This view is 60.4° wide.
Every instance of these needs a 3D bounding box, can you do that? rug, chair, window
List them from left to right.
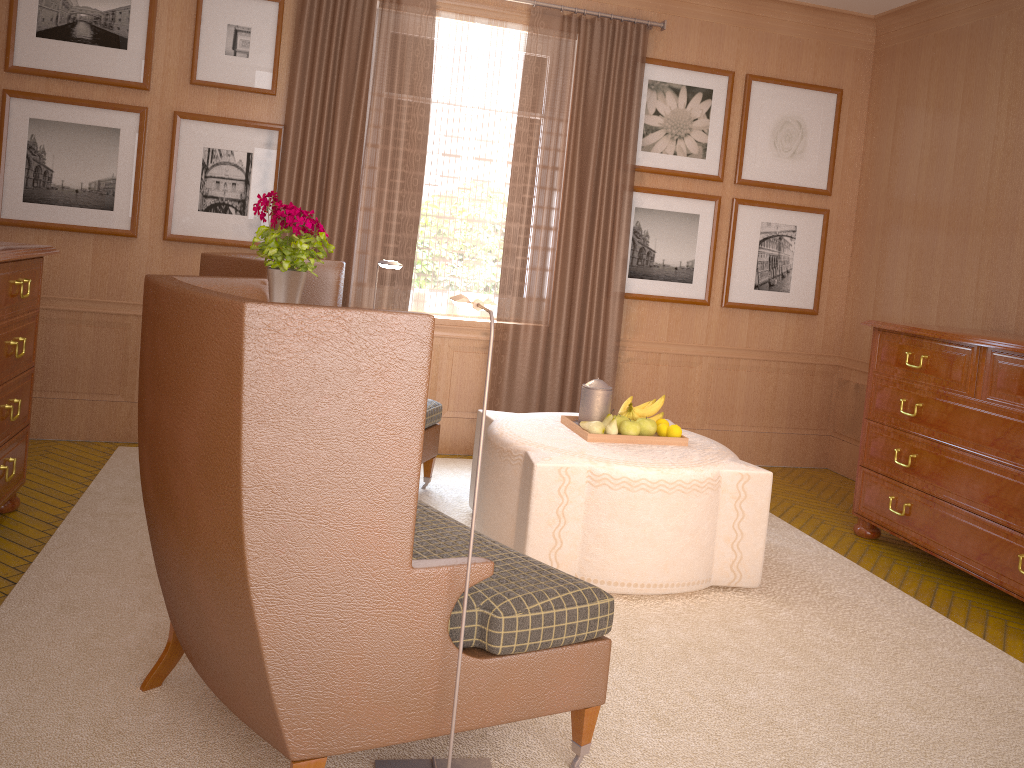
[{"bbox_3d":[-1.610,-0.008,7.191,1.724,1.964,1.923,7,5,10],"label":"chair"},{"bbox_3d":[-0.775,0.571,4.031,1.716,1.964,1.931,2,7,-40],"label":"chair"},{"bbox_3d":[-0.577,-2.361,9.624,2.427,3.364,0.853,5,3,-15],"label":"window"},{"bbox_3d":[0.146,1.472,5.271,5.979,0.020,8.060,3,9,-15],"label":"rug"}]

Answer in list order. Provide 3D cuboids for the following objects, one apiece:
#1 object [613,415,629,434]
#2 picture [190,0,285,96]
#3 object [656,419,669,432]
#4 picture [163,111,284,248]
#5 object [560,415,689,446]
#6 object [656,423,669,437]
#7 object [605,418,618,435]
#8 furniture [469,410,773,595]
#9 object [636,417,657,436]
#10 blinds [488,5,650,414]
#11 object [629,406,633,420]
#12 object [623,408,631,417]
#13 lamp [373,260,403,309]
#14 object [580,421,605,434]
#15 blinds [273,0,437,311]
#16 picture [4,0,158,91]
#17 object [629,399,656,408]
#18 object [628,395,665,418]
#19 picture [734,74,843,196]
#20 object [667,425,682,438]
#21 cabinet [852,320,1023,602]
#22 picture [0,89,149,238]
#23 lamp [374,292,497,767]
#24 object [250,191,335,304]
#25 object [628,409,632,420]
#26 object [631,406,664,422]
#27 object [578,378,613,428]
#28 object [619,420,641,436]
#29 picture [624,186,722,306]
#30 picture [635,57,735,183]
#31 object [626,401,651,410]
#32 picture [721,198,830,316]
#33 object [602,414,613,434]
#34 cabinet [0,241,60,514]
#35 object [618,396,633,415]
[{"bbox_3d":[0.822,0.309,6.726,0.155,0.134,0.161,5,6,-11],"label":"object"},{"bbox_3d":[-2.669,-3.342,8.577,0.803,0.954,0.048,4,2,-15],"label":"picture"},{"bbox_3d":[1.175,0.335,6.895,0.115,0.133,0.107,9,6,31],"label":"object"},{"bbox_3d":[-2.807,-1.979,8.624,1.047,1.244,0.048,4,2,-15],"label":"picture"},{"bbox_3d":[0.853,0.357,6.790,0.798,0.059,0.647,3,9,-15],"label":"object"},{"bbox_3d":[1.166,0.359,6.740,0.111,0.110,0.135,5,6,-12],"label":"object"},{"bbox_3d":[0.737,0.320,6.495,0.098,0.147,0.098,7,4,21],"label":"object"},{"bbox_3d":[0.728,0.828,6.783,1.944,0.894,1.976,3,8,-18],"label":"furniture"},{"bbox_3d":[1.010,0.333,6.663,0.170,0.146,0.172,9,7,31],"label":"object"},{"bbox_3d":[0.596,-1.545,9.428,1.443,4.769,0.268,5,2,-16],"label":"blinds"},{"bbox_3d":[1.023,0.260,6.922,0.062,0.198,0.385,8,7,40],"label":"object"},{"bbox_3d":[0.873,0.245,6.958,0.071,0.184,0.396,6,8,-1],"label":"object"},{"bbox_3d":[-1.198,-0.111,7.943,0.634,2.018,0.562,8,3,37],"label":"lamp"},{"bbox_3d":[0.593,0.333,6.492,0.194,0.127,0.134,6,6,5],"label":"object"},{"bbox_3d":[-1.642,-1.671,8.834,1.425,4.779,0.268,5,2,-14],"label":"blinds"},{"bbox_3d":[-3.998,-3.451,8.224,1.246,1.244,0.048,4,2,-15],"label":"picture"},{"bbox_3d":[1.012,0.211,6.936,0.065,0.171,0.376,8,7,41],"label":"object"},{"bbox_3d":[1.072,0.177,6.896,0.403,0.168,0.071,0,6,-38],"label":"object"},{"bbox_3d":[3.197,-2.855,10.137,1.246,1.244,0.048,4,2,-15],"label":"picture"},{"bbox_3d":[1.230,0.371,6.668,0.115,0.133,0.107,9,6,31],"label":"object"},{"bbox_3d":[4.079,0.656,6.834,1.412,1.931,2.801,5,7,-15],"label":"cabinet"},{"bbox_3d":[-4.138,-2.058,8.272,1.246,1.244,0.048,4,2,-15],"label":"picture"},{"bbox_3d":[-0.267,0.644,3.708,0.561,2.022,0.635,3,4,-45],"label":"lamp"},{"bbox_3d":[-1.418,-0.675,5.614,0.523,1.084,0.460,5,3,-17],"label":"object"},{"bbox_3d":[0.937,0.252,6.962,0.062,0.181,0.397,6,8,14],"label":"object"},{"bbox_3d":[1.070,0.256,6.887,0.396,0.172,0.073,-1,6,-39],"label":"object"},{"bbox_3d":[0.646,0.145,6.801,0.236,0.390,0.234,9,5,41],"label":"object"},{"bbox_3d":[0.880,0.339,6.565,0.155,0.134,0.161,5,6,-11],"label":"object"},{"bbox_3d":[1.703,-1.541,9.827,1.246,1.244,0.048,4,2,-15],"label":"picture"},{"bbox_3d":[1.843,-2.935,9.779,1.246,1.244,0.048,4,2,-15],"label":"picture"},{"bbox_3d":[0.994,0.185,6.980,0.092,0.127,0.409,9,8,33],"label":"object"},{"bbox_3d":[3.056,-1.461,10.186,1.246,1.244,0.048,4,2,-15],"label":"picture"},{"bbox_3d":[0.712,0.314,6.611,0.130,0.196,0.130,7,4,21],"label":"object"},{"bbox_3d":[-3.802,0.139,5.094,1.412,1.931,2.801,5,7,-15],"label":"cabinet"},{"bbox_3d":[0.893,0.195,6.958,0.104,0.158,0.379,6,8,8],"label":"object"}]
